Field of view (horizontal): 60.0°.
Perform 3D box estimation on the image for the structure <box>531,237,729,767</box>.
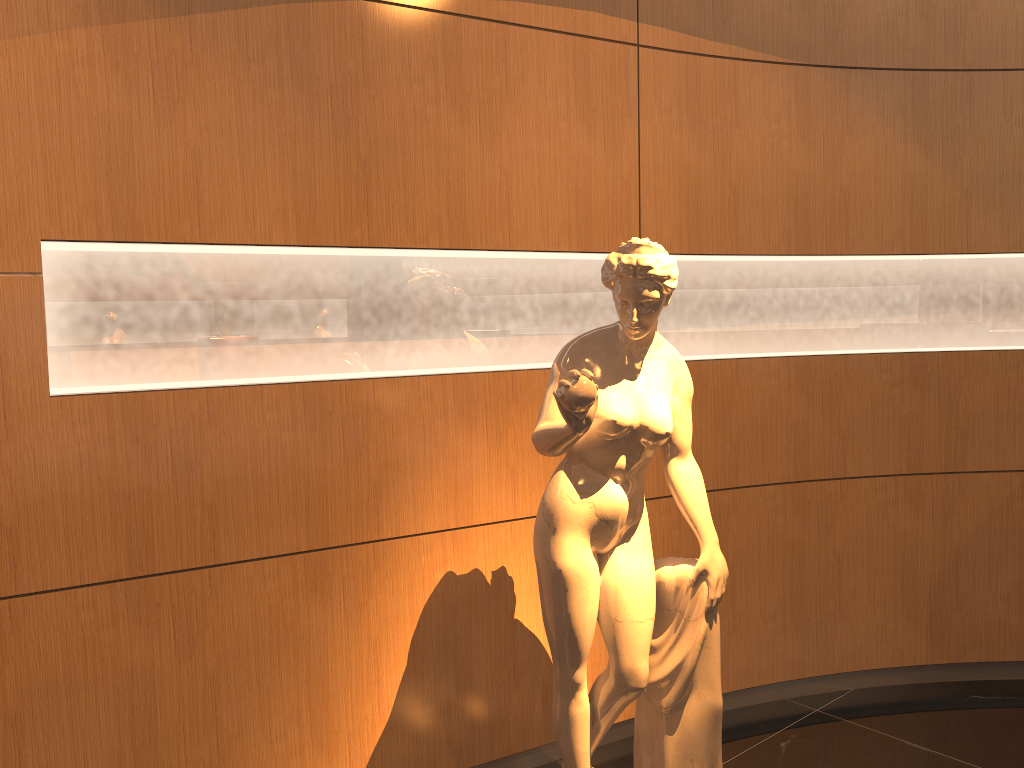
[{"bbox_3d":[0.279,0.516,2.559,0.733,1.836,0.477,-5,6,-41],"label":"structure"}]
